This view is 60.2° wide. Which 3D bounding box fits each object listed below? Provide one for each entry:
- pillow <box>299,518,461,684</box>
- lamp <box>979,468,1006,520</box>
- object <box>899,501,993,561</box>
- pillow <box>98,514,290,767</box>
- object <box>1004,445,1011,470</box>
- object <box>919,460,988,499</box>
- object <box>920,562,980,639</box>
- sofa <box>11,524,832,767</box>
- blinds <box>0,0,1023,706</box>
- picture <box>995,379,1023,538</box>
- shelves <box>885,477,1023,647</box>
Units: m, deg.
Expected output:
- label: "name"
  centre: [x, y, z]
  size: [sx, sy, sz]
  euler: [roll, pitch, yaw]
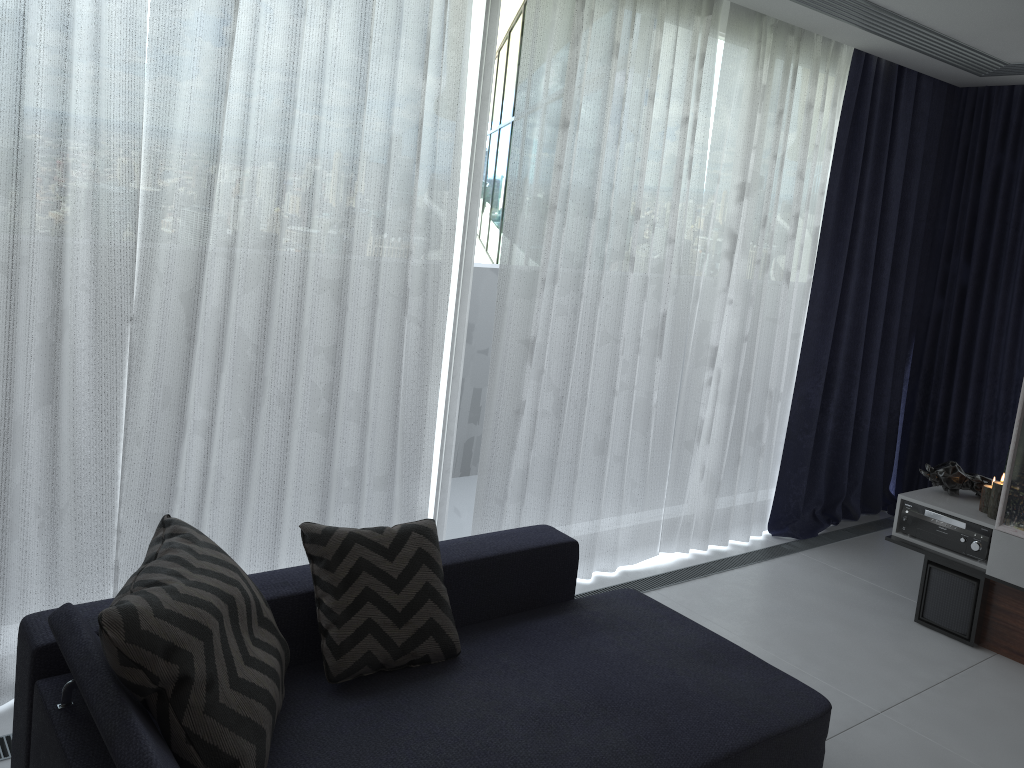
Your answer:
- label: "pillow"
  centre: [-0.345, 0.565, 2.389]
  size: [0.414, 0.341, 0.290]
  euler: [0, 10, -34]
- label: "lamp"
  centre: [2.045, 0.453, 3.732]
  size: [0.077, 0.209, 0.155]
  euler: [7, 8, 9]
- label: "object"
  centre: [1.967, 0.623, 3.870]
  size: [0.369, 0.148, 0.374]
  euler: [-2, 13, -38]
- label: "pillow"
  centre: [-0.679, 0.628, 1.927]
  size: [0.355, 0.513, 0.606]
  euler: [5, 9, -9]
- label: "object"
  centre: [2.373, 0.412, 4.087]
  size: [0.169, 0.227, 0.169]
  euler: [10, 9, 27]
- label: "object"
  centre: [2.015, 0.427, 4.010]
  size: [0.311, 0.148, 0.138]
  euler: [8, 8, 9]
- label: "object"
  centre: [1.915, 0.902, 3.760]
  size: [0.254, 0.248, 0.215]
  euler: [0, 10, -38]
- label: "sofa"
  centre: [0.448, 1.005, 1.555]
  size: [1.899, 0.601, 2.908]
  euler: [-2, 13, -38]
- label: "blinds"
  centre: [1.482, 0.096, 1.190]
  size: [7.131, 2.743, 5.873]
  euler: [-1, 12, -35]
- label: "picture"
  centre: [2.147, 0.292, 3.330]
  size: [0.053, 0.693, 0.506]
  euler: [2, 9, -39]
- label: "shelves"
  centre: [2.701, 0.974, 3.263]
  size: [0.873, 0.494, 2.378]
  euler: [-1, 13, -38]
